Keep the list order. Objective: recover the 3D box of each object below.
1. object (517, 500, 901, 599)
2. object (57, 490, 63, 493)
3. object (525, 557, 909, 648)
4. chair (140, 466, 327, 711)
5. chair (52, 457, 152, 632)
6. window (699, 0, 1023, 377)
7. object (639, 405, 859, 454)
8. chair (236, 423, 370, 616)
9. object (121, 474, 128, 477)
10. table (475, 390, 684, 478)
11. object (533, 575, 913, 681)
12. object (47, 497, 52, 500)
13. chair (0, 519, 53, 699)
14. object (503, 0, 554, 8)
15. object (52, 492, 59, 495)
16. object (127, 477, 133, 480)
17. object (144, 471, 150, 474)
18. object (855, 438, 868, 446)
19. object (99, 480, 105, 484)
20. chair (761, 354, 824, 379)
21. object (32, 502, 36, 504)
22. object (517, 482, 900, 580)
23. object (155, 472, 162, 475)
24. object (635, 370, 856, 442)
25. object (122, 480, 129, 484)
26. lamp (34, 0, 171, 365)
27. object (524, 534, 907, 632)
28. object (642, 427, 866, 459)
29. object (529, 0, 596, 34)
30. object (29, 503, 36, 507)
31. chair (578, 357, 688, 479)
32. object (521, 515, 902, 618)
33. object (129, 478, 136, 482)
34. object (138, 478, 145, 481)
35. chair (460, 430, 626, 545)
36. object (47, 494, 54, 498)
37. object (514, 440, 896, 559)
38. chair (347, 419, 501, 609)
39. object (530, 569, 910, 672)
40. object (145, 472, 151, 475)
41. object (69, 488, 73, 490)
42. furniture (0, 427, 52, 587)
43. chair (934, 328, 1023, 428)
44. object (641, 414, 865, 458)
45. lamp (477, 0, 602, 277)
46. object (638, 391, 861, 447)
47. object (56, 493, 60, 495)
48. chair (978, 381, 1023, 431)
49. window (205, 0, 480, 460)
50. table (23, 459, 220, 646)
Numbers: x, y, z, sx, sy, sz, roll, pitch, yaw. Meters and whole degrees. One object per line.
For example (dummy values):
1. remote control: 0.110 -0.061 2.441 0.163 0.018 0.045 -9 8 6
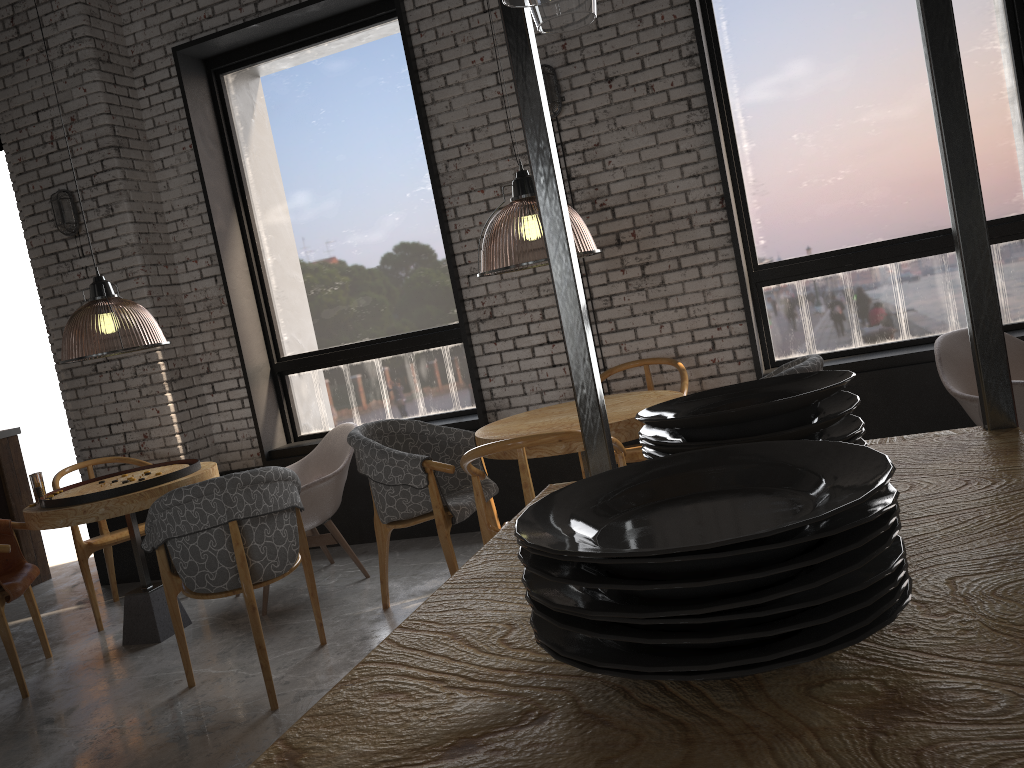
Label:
1. object: 0.159 0.128 0.736 0.305 0.037 0.306 -9 6 21
2. object: -2.356 0.561 4.619 0.032 0.010 0.032 -13 5 -20
3. object: 0.165 0.165 0.739 0.305 0.044 0.306 -9 6 20
4. chair: -1.118 0.805 3.629 0.682 0.927 0.644 -13 5 -21
5. chair: -2.328 0.898 5.253 0.614 0.920 0.643 -15 6 -43
6. window: 1.881 -1.446 4.642 1.533 2.693 0.366 -10 4 19
7. object: 0.285 0.072 1.061 0.257 0.072 0.257 -12 5 -8
8. chair: -1.185 0.724 5.012 0.804 0.849 0.770 -14 5 -31
9. object: -2.078 0.491 4.755 0.032 0.010 0.032 -13 5 -20
10. table: 0.372 0.525 3.954 0.934 0.808 0.932 -13 5 -23
11. object: 0.171 0.191 0.741 0.306 0.034 0.305 -15 6 -33
12. object: -2.346 0.582 4.485 0.032 0.010 0.032 -13 5 -20
13. chair: -2.633 1.048 4.245 0.644 0.927 0.681 -13 5 -18
14. object: 0.001 -0.572 0.996 0.101 0.267 0.101 -12 4 -17
15. object: -2.359 0.565 4.584 0.032 0.010 0.032 -13 5 -20
16. object: -1.967 0.487 4.567 0.032 0.010 0.032 -13 5 -20
17. object: -1.936 0.468 4.701 0.032 0.010 0.032 -13 5 -20
18. object: 0.295 0.120 1.065 0.257 0.067 0.257 -10 5 12
19. object: -2.155 0.516 4.659 0.032 0.010 0.032 -13 5 -20
20. chair: 1.057 0.378 3.593 0.643 0.927 0.683 -9 5 29
21. object: -2.424 0.608 4.505 0.032 0.010 0.032 -13 5 -20
22. object: 0.157 0.116 0.735 0.305 0.048 0.306 -6 7 44
23. object: -1.805 0.458 4.527 0.032 0.010 0.032 -13 5 -20
24. object: 0.279 0.043 1.058 0.257 0.076 0.256 -15 6 -33
25. object: -1.942 0.492 4.454 0.032 0.010 0.032 -13 5 -20
26. lamp: -2.247 -1.328 4.423 0.537 2.402 0.536 -13 5 -29
27. object: 0.165 0.156 0.740 0.306 0.046 0.306 -13 6 -23
28. object: 0.291 0.096 1.063 0.256 0.075 0.258 -9 5 19
29. object: 0.045 -0.592 1.127 0.101 0.267 0.101 -12 4 -17
30. object: -2.412 0.609 4.461 0.032 0.010 0.032 -13 5 -20
31. chair: 0.724 0.348 4.666 0.612 0.920 0.645 -9 5 26
32. object: 0.161 0.142 0.737 0.306 0.042 0.306 -13 6 -23
33. object: -1.919 0.485 4.483 0.032 0.010 0.032 -13 5 -20
34. object: -1.849 0.477 4.425 0.032 0.010 0.032 -13 5 -20
35. chair: 0.146 0.598 3.208 0.612 0.920 0.645 -10 5 11
36. object: -2.350 0.575 4.515 0.032 0.020 0.031 -13 5 -16
37. object: 0.154 0.102 0.733 0.306 0.039 0.306 -11 5 2
38. chair: -0.410 0.610 4.217 0.643 0.927 0.683 -10 5 19
39. object: 0.168 0.180 0.741 0.305 0.041 0.306 -7 6 37
40. object: -1.898 0.468 4.622 0.032 0.010 0.032 -13 5 -20
41. object: -2.329 0.559 4.699 0.032 0.010 0.032 -13 5 -20
42. furniture: -5.438 1.527 3.668 1.915 1.149 6.781 -9 5 19
43. chair: 2.212 0.179 3.635 0.772 0.849 0.802 -13 5 -21
44. object: 0.290 0.089 1.062 0.256 0.075 0.258 -6 7 45
45. lamp: -0.115 -1.679 3.665 0.537 2.402 0.536 -13 5 -29
46. object: 0.285 0.068 1.061 0.257 0.072 0.257 -9 5 19
47. object: -2.356 0.574 4.593 0.032 0.010 0.032 -13 5 -20
48. chair: 1.907 0.324 2.725 0.803 0.849 0.771 -13 5 -21
49. window: -1.094 -0.956 5.700 1.533 2.693 0.366 -10 4 19
50. table: -1.943 0.840 4.599 0.934 0.972 0.932 -14 5 -28
